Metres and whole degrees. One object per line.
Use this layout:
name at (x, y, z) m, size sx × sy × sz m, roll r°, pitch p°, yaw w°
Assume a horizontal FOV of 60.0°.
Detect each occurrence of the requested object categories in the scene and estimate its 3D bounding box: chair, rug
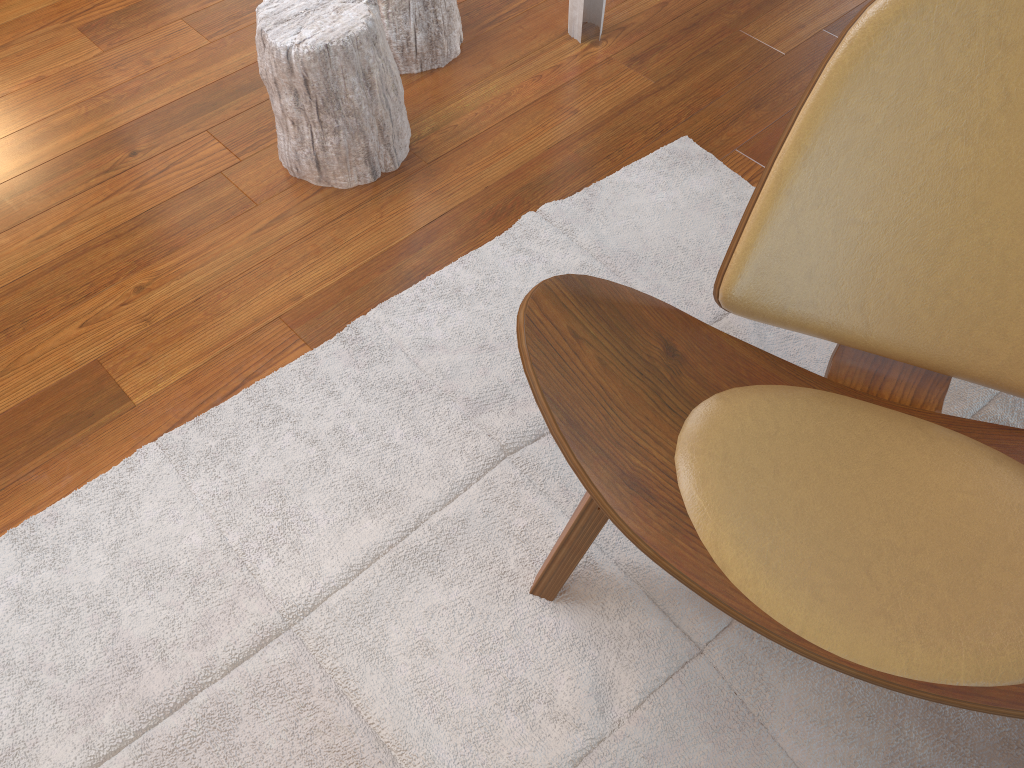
chair at (0.541, 0.080, 1.107) m, size 0.867 × 0.752 × 0.856 m, roll -32°, pitch 60°, yaw -22°
rug at (0.148, 1.386, 0.566) m, size 3.478 × 0.057 × 3.525 m, roll -33°, pitch 61°, yaw -22°

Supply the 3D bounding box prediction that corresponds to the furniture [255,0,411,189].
furniture at (-0.374, -0.638, 1.861) m, size 0.294 × 0.333 × 0.292 m, roll 14°, pitch 55°, yaw 10°

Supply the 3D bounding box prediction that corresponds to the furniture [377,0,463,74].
furniture at (-0.267, -0.988, 2.064) m, size 0.290 × 0.418 × 0.298 m, roll 8°, pitch 54°, yaw 5°
